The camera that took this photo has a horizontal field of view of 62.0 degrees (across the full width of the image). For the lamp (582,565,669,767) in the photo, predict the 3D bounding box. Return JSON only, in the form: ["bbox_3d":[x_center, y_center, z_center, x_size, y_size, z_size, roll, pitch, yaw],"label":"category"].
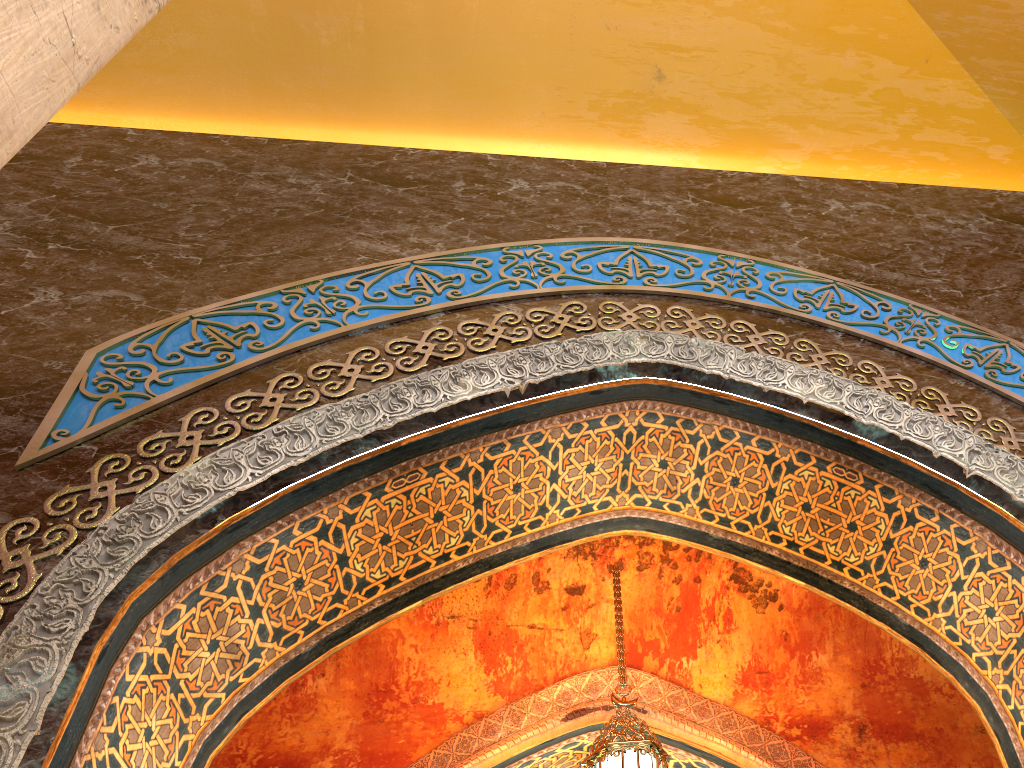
[{"bbox_3d":[0.687,2.049,5.263,1.330,2.260,1.142,2,-48,-3],"label":"lamp"}]
